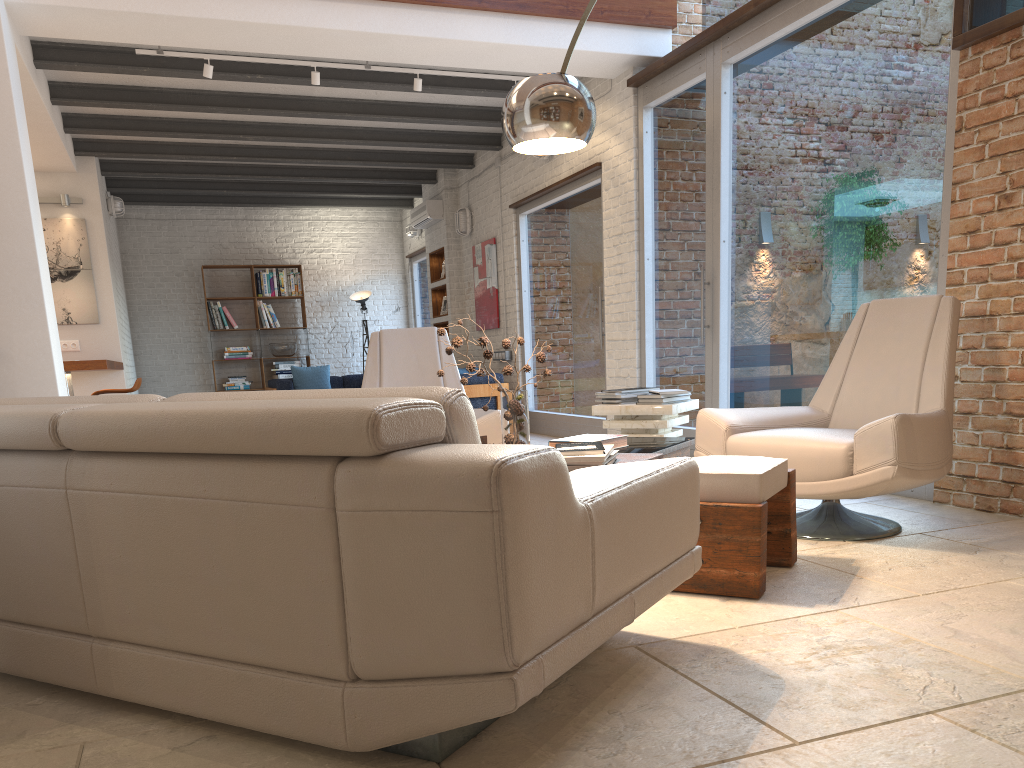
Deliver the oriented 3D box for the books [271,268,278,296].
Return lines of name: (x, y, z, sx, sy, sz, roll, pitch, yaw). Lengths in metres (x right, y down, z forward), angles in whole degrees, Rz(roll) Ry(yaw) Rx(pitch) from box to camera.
books: (-3.344, -1.418, 12.275, 0.036, 0.394, 0.238, -7, 10, -21)

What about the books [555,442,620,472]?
books: (0.272, 0.275, 3.324, 0.250, 0.076, 0.391, -2, 2, 12)

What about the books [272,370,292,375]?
books: (-3.257, -0.169, 12.532, 0.324, 0.057, 0.251, -4, 3, -26)

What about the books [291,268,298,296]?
books: (-3.085, -1.433, 12.380, 0.036, 0.394, 0.238, -7, 10, -21)

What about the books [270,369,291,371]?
books: (-3.248, -0.209, 12.541, 0.442, 0.021, 0.267, -3, 2, -20)

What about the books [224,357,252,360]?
books: (-3.868, -0.356, 12.289, 0.354, 0.021, 0.267, -3, 2, -20)

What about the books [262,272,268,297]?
books: (-3.475, -1.382, 12.234, 0.055, 0.338, 0.249, -7, 9, -21)

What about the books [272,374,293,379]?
books: (-3.233, -0.109, 12.565, 0.375, 0.066, 0.241, -4, 3, -34)

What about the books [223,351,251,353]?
books: (-3.874, -0.451, 12.275, 0.353, 0.021, 0.267, -3, 2, -22)

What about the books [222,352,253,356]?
books: (-3.864, -0.422, 12.263, 0.376, 0.037, 0.240, -4, 2, -27)

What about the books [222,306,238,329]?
books: (-3.945, -0.919, 12.176, 0.193, 0.327, 0.249, -6, 9, -21)

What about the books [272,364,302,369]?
books: (-3.248, -0.253, 12.552, 0.377, 0.066, 0.240, -4, 3, -26)

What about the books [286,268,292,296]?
books: (-3.172, -1.428, 12.348, 0.036, 0.394, 0.238, -7, 10, -21)

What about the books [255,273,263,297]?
books: (-3.554, -1.378, 12.225, 0.055, 0.338, 0.249, -7, 9, -21)

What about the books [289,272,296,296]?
books: (-3.126, -1.403, 12.364, 0.055, 0.338, 0.249, -7, 9, -21)

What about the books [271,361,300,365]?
books: (-3.253, -0.304, 12.535, 0.377, 0.037, 0.240, -3, 2, -20)

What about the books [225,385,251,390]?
books: (-3.880, 0.052, 12.360, 0.326, 0.057, 0.249, -3, 2, -11)

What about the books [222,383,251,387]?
books: (-3.904, 0.007, 12.351, 0.377, 0.037, 0.240, -3, 2, -20)

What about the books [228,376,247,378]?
books: (-3.893, -0.101, 12.334, 0.251, 0.017, 0.159, -3, 2, -20)

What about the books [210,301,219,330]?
books: (-4.129, -0.942, 12.091, 0.091, 0.395, 0.238, -7, 10, -21)

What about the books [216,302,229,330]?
books: (-4.025, -0.945, 12.116, 0.120, 0.392, 0.238, -7, 10, -21)

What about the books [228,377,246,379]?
books: (-3.899, -0.089, 12.348, 0.241, 0.008, 0.153, -3, 2, -20)

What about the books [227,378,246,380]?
books: (-3.907, -0.075, 12.356, 0.234, 0.019, 0.168, -4, 2, -27)

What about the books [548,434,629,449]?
books: (0.377, 0.291, 4.277, 0.253, 0.058, 0.321, -1, 3, 40)

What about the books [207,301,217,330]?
books: (-4.161, -0.939, 12.071, 0.091, 0.395, 0.238, -7, 10, -21)

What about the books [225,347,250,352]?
books: (-3.868, -0.490, 12.268, 0.325, 0.057, 0.250, -3, 2, -18)

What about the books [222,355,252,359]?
books: (-3.875, -0.384, 12.274, 0.377, 0.037, 0.240, -4, 2, -25)

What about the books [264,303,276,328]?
books: (-3.441, -0.961, 12.347, 0.124, 0.358, 0.266, -7, 9, -21)

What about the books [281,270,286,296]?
books: (-3.233, -1.411, 12.328, 0.020, 0.369, 0.266, -7, 10, -21)

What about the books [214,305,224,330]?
books: (-4.087, -0.919, 12.131, 0.102, 0.343, 0.249, -7, 9, -21)

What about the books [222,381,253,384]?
books: (-3.887, -0.022, 12.341, 0.376, 0.019, 0.241, -4, 2, -28)

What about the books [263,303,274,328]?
books: (-3.458, -0.960, 12.331, 0.124, 0.358, 0.266, -7, 9, -21)

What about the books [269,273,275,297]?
books: (-3.395, -1.388, 12.283, 0.055, 0.338, 0.249, -7, 9, -21)

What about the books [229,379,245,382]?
books: (-3.898, -0.048, 12.357, 0.205, 0.035, 0.130, -3, 3, -20)

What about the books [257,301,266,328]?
books: (-3.549, -0.972, 12.309, 0.101, 0.394, 0.238, -7, 10, -21)

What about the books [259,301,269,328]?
books: (-3.505, -0.973, 12.300, 0.103, 0.394, 0.238, -7, 10, -21)

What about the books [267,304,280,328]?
books: (-3.391, -0.954, 12.352, 0.157, 0.338, 0.249, -6, 9, -21)
